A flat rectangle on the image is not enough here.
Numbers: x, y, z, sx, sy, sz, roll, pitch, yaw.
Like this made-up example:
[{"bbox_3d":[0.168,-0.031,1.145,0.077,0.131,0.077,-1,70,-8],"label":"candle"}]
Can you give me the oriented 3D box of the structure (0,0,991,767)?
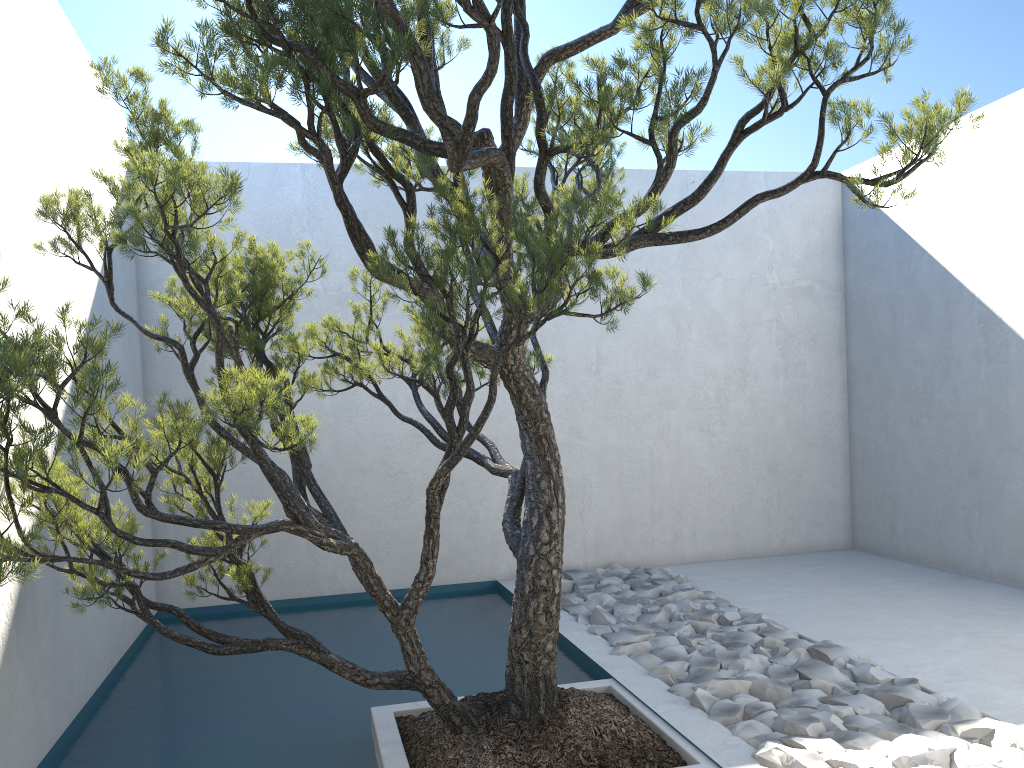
[{"bbox_3d":[-0.262,-0.257,2.724,2.583,3.477,2.519,-3,1,-20],"label":"structure"}]
